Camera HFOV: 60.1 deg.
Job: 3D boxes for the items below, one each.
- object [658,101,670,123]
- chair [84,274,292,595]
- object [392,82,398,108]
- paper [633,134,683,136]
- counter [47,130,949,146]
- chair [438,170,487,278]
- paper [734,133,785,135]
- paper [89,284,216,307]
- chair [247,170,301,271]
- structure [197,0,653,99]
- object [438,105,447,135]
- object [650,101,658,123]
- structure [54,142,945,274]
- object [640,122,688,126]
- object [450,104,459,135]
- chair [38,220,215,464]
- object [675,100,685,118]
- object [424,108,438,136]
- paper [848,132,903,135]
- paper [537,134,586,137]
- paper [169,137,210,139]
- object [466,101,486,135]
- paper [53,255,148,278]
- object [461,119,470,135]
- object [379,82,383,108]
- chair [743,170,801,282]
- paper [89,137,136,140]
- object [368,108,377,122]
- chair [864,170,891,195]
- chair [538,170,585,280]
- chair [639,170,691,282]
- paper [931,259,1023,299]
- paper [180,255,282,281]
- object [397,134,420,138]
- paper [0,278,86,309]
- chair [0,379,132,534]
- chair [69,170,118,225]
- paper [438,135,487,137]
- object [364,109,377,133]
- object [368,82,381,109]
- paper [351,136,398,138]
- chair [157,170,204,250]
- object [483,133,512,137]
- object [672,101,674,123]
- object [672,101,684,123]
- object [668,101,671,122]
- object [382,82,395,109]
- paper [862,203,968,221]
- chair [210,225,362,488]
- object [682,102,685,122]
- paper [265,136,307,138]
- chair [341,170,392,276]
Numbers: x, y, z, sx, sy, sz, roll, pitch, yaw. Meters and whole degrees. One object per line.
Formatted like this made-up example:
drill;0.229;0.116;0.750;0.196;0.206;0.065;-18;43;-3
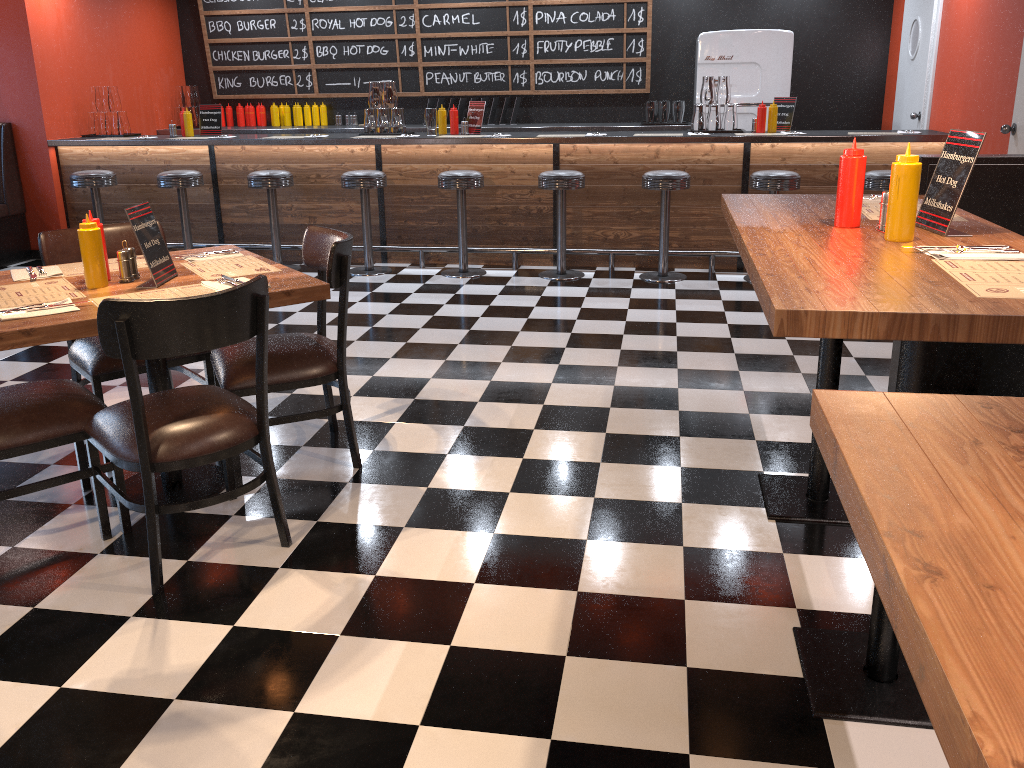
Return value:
object;1.400;-2.494;8.161;0.106;0.206;0.106;-13;21;-33
chair;-0.995;0.100;2.692;0.489;0.857;0.548;-15;22;-38
object;-0.993;-2.381;7.296;0.106;0.206;0.106;-13;21;-33
paper;1.106;-1.884;6.695;0.365;0.001;0.264;3;19;11
counter;-0.316;-1.959;7.065;7.041;0.049;0.684;2;19;9
chair;-0.375;-1.213;6.674;0.350;0.765;0.351;-13;20;-33
paper;1.843;-1.852;6.565;0.365;0.001;0.264;3;19;10
paper;-1.078;-0.264;2.722;0.367;0.001;0.263;-14;23;-33
chair;-1.857;-1.273;6.922;0.349;0.765;0.351;-11;19;-29
structure;-0.919;-3.437;8.751;4.543;1.133;0.202;2;17;9
object;-0.565;-2.149;7.193;0.068;0.235;0.068;6;18;22
object;1.303;-2.517;8.235;0.106;0.206;0.106;-13;21;-33
structure;-0.359;-1.343;6.926;7.041;1.027;0.218;2;17;9
object;1.410;-2.412;8.213;0.437;0.018;0.276;2;19;9
object;-0.467;-2.134;7.145;0.068;0.235;0.068;6;18;22
chair;-1.541;-0.189;3.567;0.489;0.857;0.548;-15;22;-38
object;1.611;-2.619;8.520;0.106;0.206;0.106;-13;21;-33
object;-0.643;-2.087;7.060;0.106;0.206;0.106;-13;21;-33
paper;2.634;-1.819;6.433;0.366;0.001;0.264;6;20;20
paper;0.378;-1.902;6.783;0.365;0.001;0.264;1;19;6
paper;-2.612;-2.023;7.285;0.365;0.001;0.264;3;19;11
object;-0.297;-2.140;7.126;0.189;0.254;0.073;16;24;43
paper;-1.469;-0.436;3.245;0.367;0.001;0.263;-14;23;-33
object;-0.377;-2.058;7.076;0.047;0.134;0.094;-10;20;-28
object;-1.109;-2.382;7.307;0.106;0.206;0.106;-13;21;-33
chair;1.848;-1.123;6.302;0.348;0.765;0.352;4;18;14
paper;-3.281;-2.046;7.383;0.365;0.001;0.264;3;19;11
object;-1.162;-2.194;7.394;0.106;0.206;0.106;-13;21;-33
chair;2.589;-1.093;6.178;0.350;0.765;0.351;-13;20;-33
chair;0.366;-1.183;6.550;0.350;0.765;0.351;-13;20;-33
chair;1.107;-1.153;6.426;0.348;0.765;0.353;2;17;9
paper;1.020;-0.211;1.769;0.261;0.001;0.370;3;19;12
paper;-1.011;-0.419;3.176;0.262;0.001;0.368;-12;22;-31
object;-0.815;-1.964;6.998;0.157;0.019;0.258;1;19;5
paper;-1.533;-0.290;2.820;0.262;0.001;0.368;-14;23;-33
chair;-1.594;0.080;2.778;0.547;0.857;0.490;-15;22;-39
chair;-3.340;-1.333;7.170;0.350;0.765;0.351;-13;20;-33
paper;-0.392;-1.934;6.917;0.365;0.001;0.264;3;19;11
object;-1.167;-2.157;7.287;0.106;0.206;0.106;-13;21;-33
object;-1.120;-2.353;7.220;0.106;0.206;0.106;-13;21;-33
paper;-1.071;-1.964;7.036;0.365;0.001;0.264;3;19;11
chair;-2.599;-1.303;7.046;0.349;0.765;0.351;-11;19;-29
object;-0.105;-1.927;6.855;0.158;0.019;0.258;8;21;24
object;1.529;-2.509;8.200;0.106;0.206;0.106;-13;21;-33
object;1.517;-2.472;8.090;0.106;0.206;0.106;-13;21;-33
object;1.475;-2.617;8.520;0.106;0.206;0.106;-13;21;-33
object;-1.006;-2.344;7.189;0.106;0.206;0.106;-13;21;-33
paper;1.188;-0.521;2.675;0.261;0.001;0.370;3;19;12
chair;-0.847;-0.127;3.352;0.546;0.857;0.491;-8;19;-22
object;1.584;-2.578;8.401;0.106;0.206;0.106;-13;21;-33
paper;-1.812;-1.998;7.173;0.365;0.001;0.264;3;19;11
chair;-1.116;-1.243;6.798;0.350;0.765;0.351;-15;22;-38
